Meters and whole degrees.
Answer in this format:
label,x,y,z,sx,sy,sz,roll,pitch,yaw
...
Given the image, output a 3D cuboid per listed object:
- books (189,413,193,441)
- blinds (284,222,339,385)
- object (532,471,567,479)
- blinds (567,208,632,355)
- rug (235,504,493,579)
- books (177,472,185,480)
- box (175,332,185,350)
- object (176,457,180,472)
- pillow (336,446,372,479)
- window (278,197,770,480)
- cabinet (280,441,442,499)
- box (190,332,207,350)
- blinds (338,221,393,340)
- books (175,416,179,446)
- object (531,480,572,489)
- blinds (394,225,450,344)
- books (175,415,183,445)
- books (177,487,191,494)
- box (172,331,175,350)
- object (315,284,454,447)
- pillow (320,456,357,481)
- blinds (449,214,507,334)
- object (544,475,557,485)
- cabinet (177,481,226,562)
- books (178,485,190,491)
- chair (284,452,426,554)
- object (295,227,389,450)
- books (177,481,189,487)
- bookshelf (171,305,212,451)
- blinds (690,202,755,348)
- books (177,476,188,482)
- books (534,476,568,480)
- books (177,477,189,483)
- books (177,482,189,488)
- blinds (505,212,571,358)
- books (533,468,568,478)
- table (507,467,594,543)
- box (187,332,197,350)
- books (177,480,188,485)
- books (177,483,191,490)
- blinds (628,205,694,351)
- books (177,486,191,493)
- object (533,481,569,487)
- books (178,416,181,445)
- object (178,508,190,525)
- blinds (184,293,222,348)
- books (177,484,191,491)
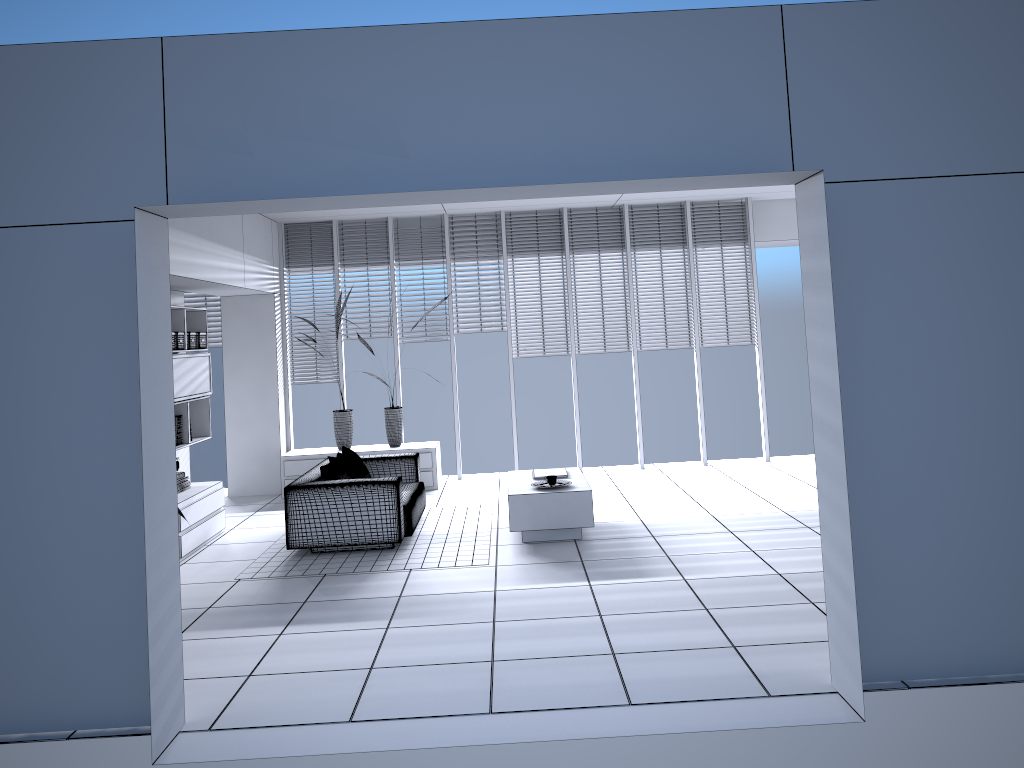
label,x,y,z,sx,sy,sz,roll,pitch,yaw
books,-3.056,0.403,8.107,0.207,0.261,0.074,-3,-3,0
blinds,-2.325,-0.948,10.266,0.637,1.890,0.057,-3,-3,-1
object,0.320,0.773,7.597,0.285,0.008,0.415,-3,3,1
blinds,1.021,-1.204,10.307,0.715,1.697,0.047,-3,-3,-1
rug,-1.070,1.265,7.338,1.798,0.001,2.231,-3,3,0
books,-2.891,0.783,7.371,0.207,0.050,0.258,-3,3,5
box,-3.070,-0.377,7.818,0.280,0.163,0.178,-3,0,-1
object,-3.066,0.782,7.852,0.177,0.232,0.119,-3,-2,-1
pillow,-1.395,0.764,7.864,0.300,0.399,0.565,-3,1,-3
window,0.121,-0.487,10.176,5.502,3.141,0.099,-3,-3,-1
cabinet,-1.645,0.940,9.733,1.675,0.452,0.596,-3,1,-1
box,-3.075,-0.408,8.389,0.280,0.162,0.216,-3,1,0
blinds,-1.696,-1.212,10.286,0.637,1.371,0.051,-3,-3,-1
books,-3.044,0.419,7.776,0.207,0.261,0.074,-3,-3,-1
object,0.313,0.804,7.010,0.328,0.024,0.330,-1,4,29
blinds,-1.049,-1.167,10.287,0.637,1.362,0.057,-3,-3,-1
books,-3.049,0.414,7.875,0.207,0.260,0.050,-3,-3,0
books,-2.913,0.911,7.400,0.285,0.008,0.415,-3,3,1
box,-3.069,-0.364,7.595,0.280,0.163,0.178,-3,0,-1
object,-1.385,-0.229,9.639,1.551,1.872,0.689,-3,-2,-6
pillow,-1.389,0.818,7.283,0.340,0.390,0.566,-3,1,-3
blinds,-0.409,-1.286,10.301,0.637,1.383,0.038,-3,-3,-1
object,0.313,0.768,7.008,0.096,0.070,0.084,-4,1,-19
cabinet,-2.842,1.173,6.770,0.574,0.450,2.269,-3,3,0
books,-2.921,0.893,7.389,0.285,0.008,0.415,-3,3,1
chair,-1.266,0.984,7.558,0.960,0.553,1.648,-3,3,0
object,-1.944,-0.779,9.991,1.422,3.000,0.494,-4,-3,28
books,-2.916,0.853,7.376,0.285,0.008,0.415,-3,3,1
bookshelf,-3.053,-0.020,7.113,0.327,1.254,2.816,-3,2,0
blinds,2.458,-1.285,10.322,0.715,1.697,0.047,-3,-3,-1
books,-2.923,0.815,7.360,0.285,0.008,0.415,-3,3,1
books,0.330,0.779,7.608,0.285,0.008,0.415,-3,3,1
books,-2.915,0.824,7.377,0.285,0.008,0.415,-3,3,1
books,-2.915,0.862,7.369,0.285,0.008,0.415,-3,3,1
blinds,0.313,-1.164,10.299,0.715,1.697,0.047,-3,-3,-1
books,0.329,0.765,7.598,0.285,0.008,0.415,-3,3,1
table,0.298,0.996,7.353,0.650,0.389,1.200,-3,3,0
box,-3.073,-0.394,8.120,0.280,0.163,0.178,-3,0,-1
books,-2.924,0.845,7.359,0.285,0.008,0.415,-3,3,1
books,-2.912,0.873,7.408,0.285,0.008,0.415,-3,3,1
blinds,1.741,-1.245,10.314,0.715,1.697,0.047,-3,-3,-1
books,-2.913,0.902,7.407,0.285,0.008,0.415,-3,3,1
object,0.312,0.798,7.006,0.218,0.012,0.214,-6,4,-44
books,-3.045,0.417,7.808,0.207,0.261,0.074,-3,-3,-1
object,-2.516,0.644,5.560,1.171,1.592,0.250,-4,-3,32
blinds,-3.597,-1.108,10.298,0.637,1.383,0.038,-3,-3,-1
books,-2.912,0.882,7.401,0.285,0.008,0.415,-3,3,1
